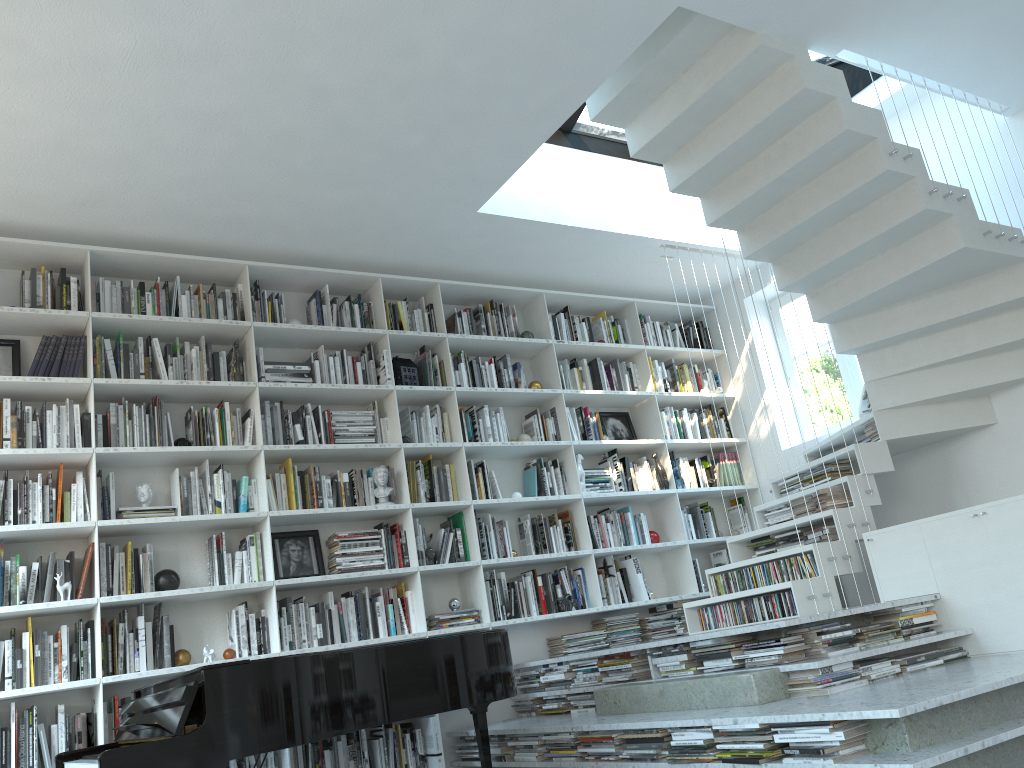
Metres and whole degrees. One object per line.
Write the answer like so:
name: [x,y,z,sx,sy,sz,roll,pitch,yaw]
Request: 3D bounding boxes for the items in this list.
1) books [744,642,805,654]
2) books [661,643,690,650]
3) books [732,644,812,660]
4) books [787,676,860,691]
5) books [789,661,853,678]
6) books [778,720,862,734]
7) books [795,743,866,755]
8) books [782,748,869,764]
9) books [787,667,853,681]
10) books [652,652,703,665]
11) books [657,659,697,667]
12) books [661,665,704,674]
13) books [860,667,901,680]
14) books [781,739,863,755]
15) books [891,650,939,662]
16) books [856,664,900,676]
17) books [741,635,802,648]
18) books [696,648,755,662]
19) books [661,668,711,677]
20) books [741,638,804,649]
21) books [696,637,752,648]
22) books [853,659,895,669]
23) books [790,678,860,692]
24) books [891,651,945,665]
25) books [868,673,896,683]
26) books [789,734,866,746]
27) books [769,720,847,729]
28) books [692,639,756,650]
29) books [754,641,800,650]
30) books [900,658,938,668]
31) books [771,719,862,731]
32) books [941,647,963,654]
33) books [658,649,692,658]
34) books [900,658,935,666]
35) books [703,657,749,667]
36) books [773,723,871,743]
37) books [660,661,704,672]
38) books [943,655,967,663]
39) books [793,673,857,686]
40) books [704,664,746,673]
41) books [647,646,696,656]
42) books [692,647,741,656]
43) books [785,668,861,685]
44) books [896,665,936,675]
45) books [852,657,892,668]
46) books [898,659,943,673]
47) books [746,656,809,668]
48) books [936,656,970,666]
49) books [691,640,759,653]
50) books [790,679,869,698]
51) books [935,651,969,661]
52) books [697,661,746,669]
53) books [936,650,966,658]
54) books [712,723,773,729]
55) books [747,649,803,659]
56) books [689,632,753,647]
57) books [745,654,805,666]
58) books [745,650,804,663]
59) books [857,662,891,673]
books: [1.162,1.171,3.929,0.137,0.012,0.243,1,-20,-31]
books: [0.847,1.301,4.408,0.134,0.014,0.182,0,-19,-28]
books: [1.144,1.183,3.912,0.185,0.014,0.298,2,-21,-33]
books: [1.304,1.252,3.711,0.285,0.008,0.160,2,-21,-34]
books: [1.297,1.199,3.723,0.234,0.025,0.158,4,-22,-37]
books: [1.074,1.198,3.098,0.165,0.015,0.244,0,-20,-29]
books: [1.107,1.272,3.089,0.132,0.014,0.206,2,-20,-32]
books: [1.085,1.286,3.069,0.184,0.017,0.231,1,-20,-30]
books: [1.293,1.220,3.729,0.257,0.010,0.132,0,-20,-29]
books: [0.841,1.350,4.384,0.174,0.029,0.251,2,-21,-34]
books: [0.840,1.370,4.375,0.178,0.015,0.188,0,-19,-28]
books: [0.871,1.407,4.379,0.136,0.013,0.259,2,-20,-32]
books: [1.550,1.265,3.852,0.232,0.019,0.170,4,-22,-37]
books: [1.074,1.256,3.075,0.187,0.017,0.206,0,-19,-28]
books: [1.774,1.237,4.017,0.275,0.008,0.177,2,-20,-32]
books: [1.542,1.253,3.865,0.272,0.012,0.159,2,-21,-34]
books: [1.150,1.141,3.934,0.149,0.014,0.229,2,-21,-34]
books: [1.002,1.260,4.138,0.177,0.026,0.231,2,-20,-32]
books: [0.865,1.420,4.370,0.132,0.016,0.263,0,-19,-28]
books: [1.155,1.151,3.932,0.132,0.009,0.270,0,-20,-29]
books: [0.992,1.212,4.152,0.170,0.008,0.209,0,-20,-30]
books: [1.535,1.230,3.877,0.242,0.005,0.153,1,-20,-31]
books: [1.305,1.259,3.709,0.264,0.006,0.165,1,-20,-31]
books: [1.788,1.246,4.010,0.287,0.018,0.191,2,-21,-33]
books: [1.545,1.285,3.859,0.208,0.015,0.153,2,-21,-34]
books: [1.098,1.240,3.097,0.137,0.019,0.225,1,-20,-31]
books: [1.058,1.175,3.098,0.192,0.014,0.257,3,-21,-36]
books: [0.994,1.219,4.150,0.171,0.007,0.261,2,-21,-34]
books: [1.179,1.161,3.944,0.091,0.011,0.190,2,-21,-34]
books: [1.786,1.268,4.011,0.254,0.005,0.161,3,-21,-36]
books: [1.066,1.186,3.098,0.176,0.010,0.267,3,-21,-36]
books: [1.998,1.265,4.174,0.229,0.014,0.133,2,-21,-33]
books: [0.846,1.328,4.396,0.145,0.017,0.209,4,-22,-37]
books: [1.776,1.268,4.027,0.273,0.009,0.129,0,-20,-30]
books: [1.014,1.286,4.136,0.155,0.028,0.190,1,-20,-31]
books: [1.078,1.218,3.092,0.156,0.027,0.288,4,-22,-37]
books: [0.853,1.389,4.375,0.167,0.024,0.193,1,-20,-31]
books: [2.009,1.295,4.155,0.179,0.010,0.160,2,-20,-32]
books: [1.305,1.237,3.710,0.210,0.012,0.168,0,-20,-29]
books: [1.018,1.315,4.126,0.142,0.020,0.231,0,-19,-28]
books: [0.824,1.313,4.388,0.192,0.014,0.257,3,-21,-36]
books: [0.995,1.244,4.141,0.187,0.009,0.251,2,-20,-32]
books: [1.301,1.227,3.716,0.292,0.012,0.160,0,-20,-30]
books: [1.783,1.297,4.015,0.249,0.009,0.144,2,-21,-33]
books: [1.532,1.222,3.881,0.220,0.013,0.149,2,-21,-33]
books: [1.791,1.277,4.003,0.250,0.018,0.178,0,-20,-30]
books: [1.171,1.226,3.911,0.144,0.009,0.250,2,-20,-32]
books: [2.013,1.301,4.149,0.261,0.006,0.152,3,-21,-36]
books: [0.994,1.228,4.147,0.168,0.013,0.282,3,-21,-35]
books: [1.317,1.266,3.689,0.262,0.023,0.200,2,-21,-34]
books: [2.006,1.283,4.161,0.234,0.017,0.152,1,-20,-31]
books: [1.012,1.303,4.128,0.154,0.007,0.293,0,-20,-29]
books: [2.002,1.273,4.167,0.225,0.007,0.133,0,-20,-29]
books: [0.908,1.275,3.344,0.182,0.016,0.257,0,-20,-30]
books: [1.162,1.193,3.920,0.134,0.006,0.228,0,-20,-29]
books: [0.978,1.197,4.149,0.189,0.022,0.238,0,-19,-28]
books: [1.155,1.215,3.906,0.161,0.014,0.213,0,-20,-29]
books: [1.158,1.202,3.913,0.152,0.015,0.208,3,-21,-35]
books: [1.534,1.243,3.879,0.211,0.018,0.135,0,-20,-30]
